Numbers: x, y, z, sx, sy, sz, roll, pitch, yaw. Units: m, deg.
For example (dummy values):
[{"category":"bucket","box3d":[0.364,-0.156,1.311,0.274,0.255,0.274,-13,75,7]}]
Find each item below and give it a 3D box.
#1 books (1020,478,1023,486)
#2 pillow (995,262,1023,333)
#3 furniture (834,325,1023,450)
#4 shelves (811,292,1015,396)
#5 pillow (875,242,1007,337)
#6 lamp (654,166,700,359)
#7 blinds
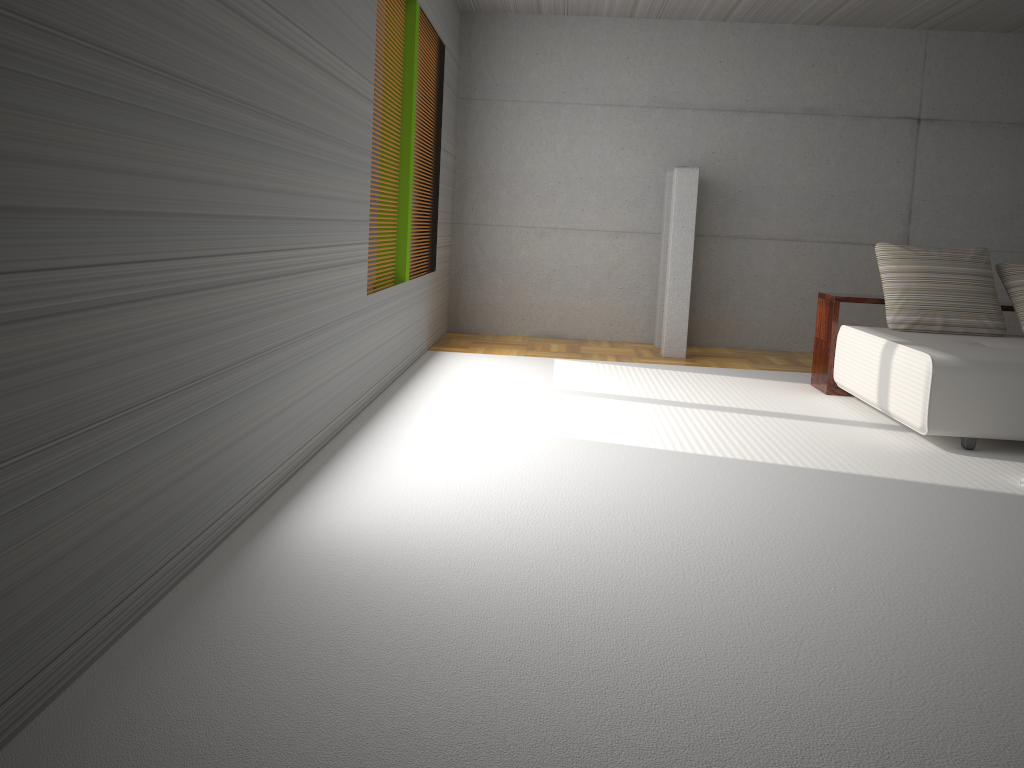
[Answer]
[{"category":"books","box3d":[2.574,0.474,4.190,0.265,0.032,0.191,-4,12,-32]},{"category":"pillow","box3d":[3.837,-0.554,6.081,0.807,0.513,0.583,4,8,3]},{"category":"furniture","box3d":[3.346,0.029,5.515,2.169,0.517,1.629,3,10,3]},{"category":"shelves","box3d":[3.419,-0.242,6.493,2.251,0.710,0.404,3,7,3]},{"category":"pillow","box3d":[2.989,-0.664,6.168,0.801,0.605,0.495,3,8,2]},{"category":"lamp","box3d":[1.510,-1.134,8.174,0.200,1.677,0.805,3,7,3]},{"category":"blinds","box3d":[-0.784,-1.630,6.179,0.012,2.026,3.568,3,9,3]}]
